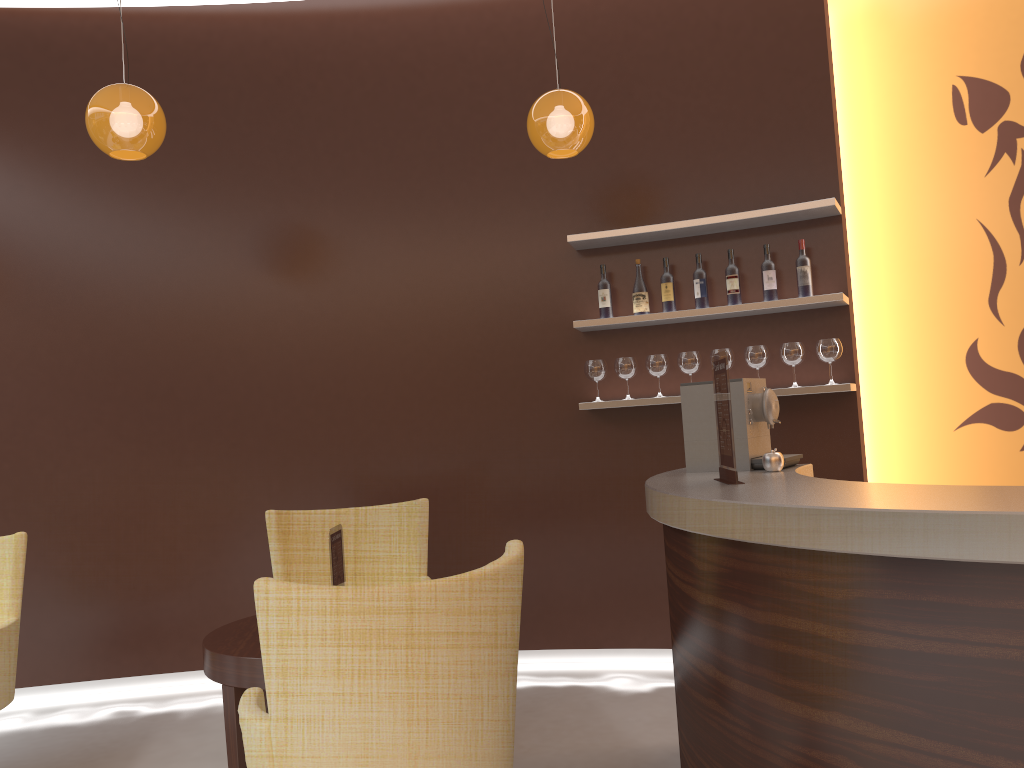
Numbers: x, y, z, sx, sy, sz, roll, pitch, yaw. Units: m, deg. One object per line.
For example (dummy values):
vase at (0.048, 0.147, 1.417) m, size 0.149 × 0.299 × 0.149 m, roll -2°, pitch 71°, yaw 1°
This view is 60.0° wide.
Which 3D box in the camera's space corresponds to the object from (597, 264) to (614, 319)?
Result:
object at (0.486, -0.477, 4.639) m, size 0.073 × 0.297 × 0.073 m, roll -4°, pitch -2°, yaw -2°

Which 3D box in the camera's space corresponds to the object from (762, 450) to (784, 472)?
object at (0.921, 0.271, 3.131) m, size 0.075 × 0.077 × 0.075 m, roll -2°, pitch -3°, yaw -43°

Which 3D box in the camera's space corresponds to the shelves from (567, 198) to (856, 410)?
shelves at (2.336, -0.499, 3.474) m, size 4.744 × 0.902 × 0.586 m, roll -6°, pitch -3°, yaw 35°

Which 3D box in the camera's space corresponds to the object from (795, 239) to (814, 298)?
object at (1.417, -0.554, 4.305) m, size 0.073 × 0.297 × 0.073 m, roll -4°, pitch -2°, yaw -2°

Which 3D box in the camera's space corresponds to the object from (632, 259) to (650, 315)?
object at (0.665, -0.496, 4.605) m, size 0.086 × 0.303 × 0.086 m, roll -2°, pitch -3°, yaw -33°

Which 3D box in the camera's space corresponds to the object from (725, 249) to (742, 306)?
object at (1.106, -0.527, 4.440) m, size 0.073 × 0.297 × 0.073 m, roll -4°, pitch -2°, yaw -2°

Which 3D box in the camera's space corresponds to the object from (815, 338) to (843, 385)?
object at (1.522, -0.103, 4.245) m, size 0.125 × 0.221 × 0.125 m, roll -4°, pitch -3°, yaw 13°

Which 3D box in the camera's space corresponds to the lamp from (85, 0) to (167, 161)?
lamp at (-1.585, -1.661, 3.578) m, size 0.299 × 1.500 × 0.299 m, roll -2°, pitch -3°, yaw -34°

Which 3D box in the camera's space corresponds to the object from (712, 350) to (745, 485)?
object at (0.679, 0.105, 2.845) m, size 0.052 × 0.414 × 0.258 m, roll -4°, pitch -2°, yaw 2°

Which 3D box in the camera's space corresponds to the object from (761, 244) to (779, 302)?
object at (1.267, -0.541, 4.372) m, size 0.073 × 0.297 × 0.073 m, roll -3°, pitch -3°, yaw -15°

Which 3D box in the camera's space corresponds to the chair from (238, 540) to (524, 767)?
chair at (-0.319, 0.950, 2.304) m, size 0.729 × 1.017 × 0.685 m, roll -2°, pitch -3°, yaw -34°

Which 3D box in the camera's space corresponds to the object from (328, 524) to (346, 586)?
object at (-0.605, 0.664, 3.087) m, size 0.042 × 0.335 × 0.209 m, roll -4°, pitch -2°, yaw 2°

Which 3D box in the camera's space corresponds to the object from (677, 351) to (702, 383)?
object at (0.906, -0.050, 4.503) m, size 0.125 × 0.221 × 0.125 m, roll -4°, pitch -3°, yaw 13°

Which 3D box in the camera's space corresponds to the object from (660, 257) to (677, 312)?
object at (0.801, -0.502, 4.558) m, size 0.073 × 0.297 × 0.073 m, roll -2°, pitch -3°, yaw -42°

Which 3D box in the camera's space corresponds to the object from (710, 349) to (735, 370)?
object at (1.060, -0.063, 4.449) m, size 0.125 × 0.221 × 0.125 m, roll -4°, pitch -3°, yaw 13°

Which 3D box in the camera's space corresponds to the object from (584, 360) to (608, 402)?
object at (0.444, -0.013, 4.648) m, size 0.125 × 0.221 × 0.125 m, roll -4°, pitch -3°, yaw 13°

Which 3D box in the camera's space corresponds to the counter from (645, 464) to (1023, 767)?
counter at (1.564, 0.779, 2.238) m, size 2.917 × 1.100 × 1.586 m, roll -5°, pitch -3°, yaw 33°

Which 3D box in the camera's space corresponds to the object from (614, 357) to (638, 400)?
object at (0.597, -0.025, 4.606) m, size 0.125 × 0.221 × 0.125 m, roll -4°, pitch -3°, yaw 13°

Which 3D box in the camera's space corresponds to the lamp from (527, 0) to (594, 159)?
lamp at (0.173, -1.762, 3.949) m, size 0.299 × 1.500 × 0.299 m, roll -2°, pitch -3°, yaw -33°

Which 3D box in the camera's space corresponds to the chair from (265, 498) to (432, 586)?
chair at (-0.698, 1.042, 3.855) m, size 0.729 × 1.017 × 0.685 m, roll -4°, pitch -2°, yaw -5°

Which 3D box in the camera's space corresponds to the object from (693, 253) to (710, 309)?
object at (0.957, -0.515, 4.501) m, size 0.073 × 0.297 × 0.073 m, roll -4°, pitch -2°, yaw -2°

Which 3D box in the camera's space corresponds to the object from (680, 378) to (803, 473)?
object at (0.881, 0.153, 3.391) m, size 0.373 × 0.340 × 0.270 m, roll -5°, pitch -3°, yaw 33°

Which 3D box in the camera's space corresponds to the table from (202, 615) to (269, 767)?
table at (-0.586, 1.170, 3.059) m, size 0.874 × 0.679 × 0.872 m, roll -6°, pitch -3°, yaw 35°

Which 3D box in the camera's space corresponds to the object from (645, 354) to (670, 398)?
object at (0.752, -0.038, 4.558) m, size 0.125 × 0.221 × 0.125 m, roll -4°, pitch -3°, yaw 13°

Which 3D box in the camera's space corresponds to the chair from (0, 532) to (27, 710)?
chair at (-2.328, 1.136, 3.501) m, size 0.729 × 1.017 × 0.685 m, roll -3°, pitch -2°, yaw -9°

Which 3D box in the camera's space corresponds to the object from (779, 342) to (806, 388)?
object at (1.372, -0.089, 4.323) m, size 0.125 × 0.221 × 0.125 m, roll -4°, pitch -3°, yaw 13°

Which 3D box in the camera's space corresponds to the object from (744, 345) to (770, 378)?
object at (1.215, -0.076, 4.387) m, size 0.125 × 0.221 × 0.125 m, roll -4°, pitch -3°, yaw 13°
